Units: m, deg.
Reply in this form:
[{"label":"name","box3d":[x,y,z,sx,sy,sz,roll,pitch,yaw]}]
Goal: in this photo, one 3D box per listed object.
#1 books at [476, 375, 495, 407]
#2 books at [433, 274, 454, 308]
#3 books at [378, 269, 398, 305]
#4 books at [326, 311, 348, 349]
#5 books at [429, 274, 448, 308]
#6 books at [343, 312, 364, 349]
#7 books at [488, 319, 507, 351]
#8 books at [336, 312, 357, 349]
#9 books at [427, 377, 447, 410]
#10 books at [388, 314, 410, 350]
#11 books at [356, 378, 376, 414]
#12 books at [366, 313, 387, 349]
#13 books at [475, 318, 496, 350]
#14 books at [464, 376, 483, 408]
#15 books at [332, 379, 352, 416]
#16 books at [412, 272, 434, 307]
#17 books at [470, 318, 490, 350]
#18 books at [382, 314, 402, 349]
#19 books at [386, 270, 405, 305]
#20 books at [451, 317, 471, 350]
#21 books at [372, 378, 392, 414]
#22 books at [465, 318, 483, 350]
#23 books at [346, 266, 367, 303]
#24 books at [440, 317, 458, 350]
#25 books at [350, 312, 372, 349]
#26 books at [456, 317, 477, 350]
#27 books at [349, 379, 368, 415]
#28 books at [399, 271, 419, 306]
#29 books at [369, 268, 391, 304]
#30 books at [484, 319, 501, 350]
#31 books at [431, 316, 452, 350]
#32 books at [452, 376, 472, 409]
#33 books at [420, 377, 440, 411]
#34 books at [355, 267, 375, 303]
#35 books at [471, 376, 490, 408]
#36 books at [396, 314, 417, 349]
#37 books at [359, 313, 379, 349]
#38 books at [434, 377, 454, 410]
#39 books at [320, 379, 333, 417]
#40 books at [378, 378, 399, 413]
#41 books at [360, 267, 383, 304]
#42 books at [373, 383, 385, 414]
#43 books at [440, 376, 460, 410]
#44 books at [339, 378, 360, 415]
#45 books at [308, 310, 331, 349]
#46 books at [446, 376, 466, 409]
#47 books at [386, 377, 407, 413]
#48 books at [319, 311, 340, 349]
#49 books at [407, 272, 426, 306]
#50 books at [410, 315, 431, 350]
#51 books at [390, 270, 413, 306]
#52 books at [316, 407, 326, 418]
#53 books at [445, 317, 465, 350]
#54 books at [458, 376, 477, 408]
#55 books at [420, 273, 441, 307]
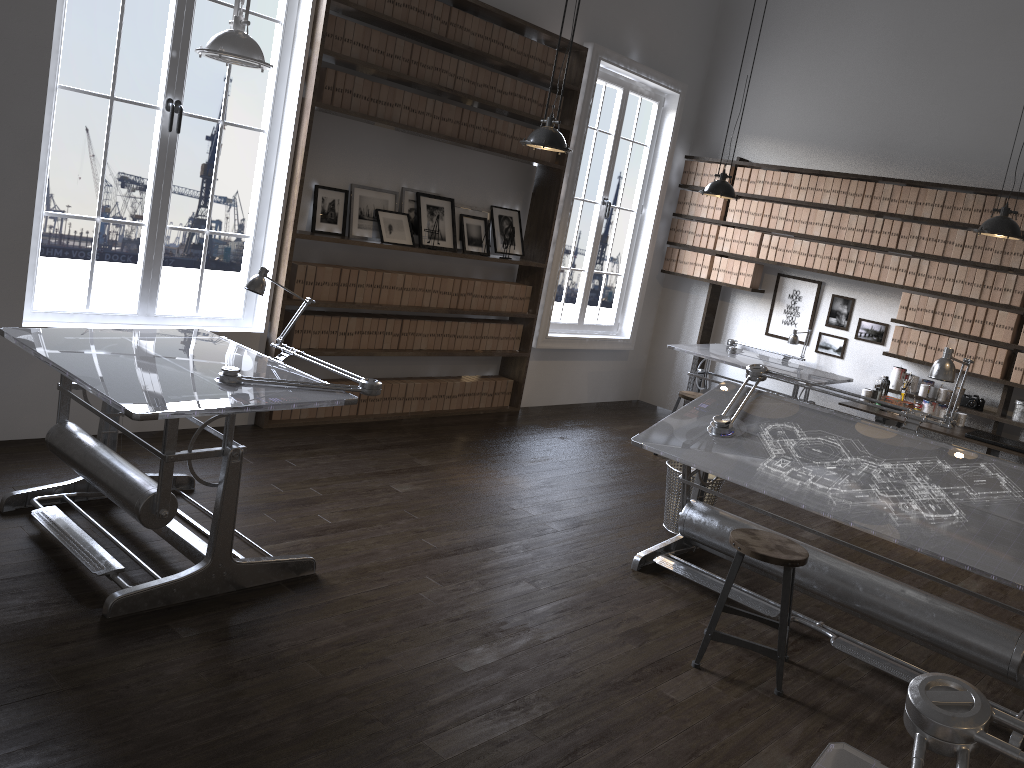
[{"label":"books","box3d":[-0.241,0.061,7.311,0.176,0.224,0.066,18,11,40]},{"label":"books","box3d":[-0.539,-0.701,6.694,0.176,0.224,0.066,18,11,40]},{"label":"books","box3d":[-0.907,-0.689,6.281,0.176,0.224,0.066,18,11,40]},{"label":"books","box3d":[-1.210,-0.368,6.044,0.176,0.224,0.067,18,11,40]},{"label":"books","box3d":[-0.578,-0.698,6.644,0.176,0.224,0.067,18,11,40]},{"label":"books","box3d":[-1.123,-0.372,6.148,0.176,0.224,0.066,18,11,40]},{"label":"books","box3d":[-0.145,-0.403,7.243,0.176,0.224,0.067,18,11,40]},{"label":"books","box3d":[-1.164,-0.370,6.099,0.176,0.224,0.066,18,11,40]},{"label":"books","box3d":[-0.606,0.073,6.896,0.176,0.224,0.066,18,11,40]},{"label":"books","box3d":[-0.840,-0.381,6.461,0.176,0.224,0.067,18,11,40]},{"label":"books","box3d":[-1.065,0.088,6.381,0.176,0.224,0.066,18,11,40]},{"label":"books","box3d":[-0.988,-0.377,6.302,0.176,0.224,0.066,18,11,40]},{"label":"books","box3d":[-0.234,-0.401,7.148,0.176,0.224,0.066,18,11,40]},{"label":"books","box3d":[-0.335,0.064,7.204,0.176,0.224,0.066,18,11,40]},{"label":"books","box3d":[-1.208,0.094,6.213,0.176,0.224,0.066,18,11,40]},{"label":"books","box3d":[-0.677,-0.696,6.538,0.176,0.224,0.066,18,11,40]},{"label":"books","box3d":[-0.280,-0.399,7.093,0.176,0.224,0.067,18,11,40]},{"label":"books","box3d":[-0.894,-0.380,6.408,0.176,0.224,0.066,18,11,40]},{"label":"books","box3d":[-0.864,-0.690,6.327,0.176,0.224,0.066,18,11,40]},{"label":"books","box3d":[-0.421,-0.395,6.937,0.176,0.224,0.066,18,11,40]},{"label":"books","box3d":[-0.975,0.087,6.473,0.176,0.224,0.067,18,11,40]},{"label":"books","box3d":[-0.330,-0.399,7.043,0.176,0.224,0.066,18,11,40]},{"label":"books","box3d":[-1.088,-0.682,6.072,0.176,0.224,0.066,18,11,40]},{"label":"books","box3d":[-0.514,-0.391,6.826,0.176,0.224,0.067,18,11,40]},{"label":"books","box3d":[-1.075,-0.372,6.195,0.176,0.224,0.067,18,11,40]},{"label":"books","box3d":[-0.377,-0.398,6.992,0.176,0.224,0.066,18,11,40]},{"label":"books","box3d":[-1.110,0.091,6.322,0.176,0.224,0.067,18,11,40]},{"label":"books","box3d":[-0.771,-0.693,6.435,0.176,0.224,0.066,18,11,40]},{"label":"books","box3d":[-0.948,-0.686,6.228,0.176,0.224,0.067,18,11,40]},{"label":"books","box3d":[-0.193,-0.403,7.196,0.176,0.224,0.066,18,11,40]},{"label":"books","box3d":[-0.560,-0.391,6.782,0.176,0.224,0.066,18,11,40]},{"label":"books","box3d":[-0.422,0.069,7.097,0.176,0.224,0.067,18,11,40]},{"label":"books","box3d":[-0.654,0.074,6.845,0.176,0.224,0.066,18,11,40]},{"label":"books","box3d":[-1.044,-0.685,6.128,0.176,0.224,0.066,18,11,40]},{"label":"books","box3d":[-0.285,0.063,7.254,0.176,0.224,0.066,18,11,40]},{"label":"books","box3d":[-0.795,-0.384,6.520,0.176,0.224,0.066,18,11,40]},{"label":"books","box3d":[-1.035,-0.375,6.249,0.176,0.224,0.066,18,11,40]},{"label":"books","box3d":[-0.557,0.073,6.946,0.176,0.224,0.067,18,11,40]},{"label":"books","box3d":[-1.305,0.096,6.110,0.176,0.224,0.066,18,11,40]},{"label":"books","box3d":[-0.927,0.086,6.527,0.176,0.224,0.066,18,11,40]},{"label":"books","box3d":[-0.997,-0.686,6.181,0.176,0.224,0.066,18,11,40]},{"label":"books","box3d":[-1.020,0.087,6.429,0.176,0.224,0.066,18,11,40]},{"label":"books","box3d":[-0.510,0.071,7.002,0.176,0.224,0.066,18,11,40]},{"label":"books","box3d":[-1.164,0.092,6.270,0.176,0.224,0.066,18,11,40]},{"label":"books","box3d":[-1.307,-0.367,5.943,0.176,0.224,0.066,18,11,40]},{"label":"books","box3d":[-0.470,0.069,7.050,0.176,0.224,0.066,18,11,40]},{"label":"books","box3d":[-0.881,0.083,6.584,0.176,0.224,0.066,18,11,40]},{"label":"books","box3d":[-1.260,-0.368,5.994,0.176,0.224,0.066,18,11,40]},{"label":"books","box3d":[-0.726,-0.695,6.488,0.176,0.224,0.066,18,11,40]},{"label":"books","box3d":[-0.701,-0.386,6.621,0.176,0.224,0.066,18,11,40]},{"label":"books","box3d":[-0.814,-0.691,6.380,0.176,0.224,0.067,18,11,40]},{"label":"books","box3d":[-1.345,0.100,6.056,0.176,0.224,0.067,18,11,40]},{"label":"books","box3d":[-0.467,-0.393,6.881,0.176,0.224,0.066,18,11,40]},{"label":"books","box3d":[-0.382,0.066,7.151,0.176,0.224,0.066,18,11,40]},{"label":"books","box3d":[-0.626,-0.697,6.590,0.176,0.224,0.066,18,11,40]}]
